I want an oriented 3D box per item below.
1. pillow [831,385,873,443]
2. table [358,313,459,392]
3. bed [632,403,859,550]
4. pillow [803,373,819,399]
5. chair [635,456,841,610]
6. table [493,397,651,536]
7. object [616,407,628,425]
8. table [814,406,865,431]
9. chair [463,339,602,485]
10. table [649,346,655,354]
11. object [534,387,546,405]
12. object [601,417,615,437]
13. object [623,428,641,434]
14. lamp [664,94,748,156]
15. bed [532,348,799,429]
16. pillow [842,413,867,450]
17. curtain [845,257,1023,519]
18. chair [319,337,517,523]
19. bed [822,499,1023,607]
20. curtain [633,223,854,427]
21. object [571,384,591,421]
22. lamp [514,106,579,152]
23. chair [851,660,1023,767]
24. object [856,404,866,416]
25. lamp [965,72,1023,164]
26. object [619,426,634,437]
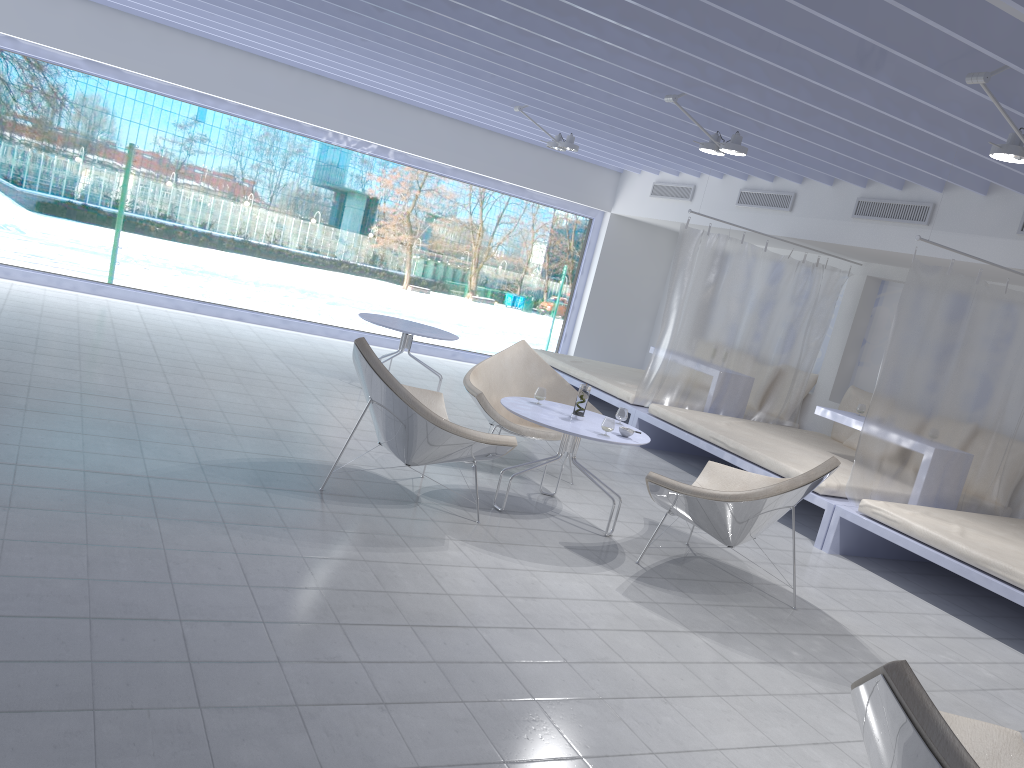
[{"bbox_3d":[3.062,0.308,7.780,0.231,0.510,0.572,10,9,-29],"label":"pillow"},{"bbox_3d":[-0.890,-0.210,7.151,0.825,0.534,0.823,17,9,18],"label":"table"},{"bbox_3d":[2.357,0.709,6.904,2.016,0.427,2.200,10,9,-28],"label":"bed"},{"bbox_3d":[2.649,0.079,8.609,0.231,0.510,0.572,10,9,-28],"label":"pillow"},{"bbox_3d":[1.150,0.608,4.376,0.753,0.759,0.906,19,10,31],"label":"chair"},{"bbox_3d":[0.273,0.443,4.775,0.825,0.534,0.823,8,10,-37],"label":"table"},{"bbox_3d":[0.609,0.179,4.927,0.068,0.091,0.068,8,10,-36],"label":"object"},{"bbox_3d":[2.670,0.538,6.407,0.416,0.450,1.065,10,9,-28],"label":"table"},{"bbox_3d":[0.075,0.132,5.725,0.906,0.759,0.753,12,9,-18],"label":"chair"},{"bbox_3d":[1.711,0.005,8.333,0.416,0.450,1.065,10,9,-28],"label":"table"},{"bbox_3d":[0.156,0.066,4.913,0.068,0.091,0.068,13,8,-6],"label":"object"},{"bbox_3d":[0.482,0.216,4.470,0.068,0.091,0.068,14,8,0],"label":"object"},{"bbox_3d":[0.618,0.241,4.559,0.098,0.016,0.012,19,9,27],"label":"object"},{"bbox_3d":[1.179,-1.606,5.512,0.587,0.218,0.380,10,9,-28],"label":"lamp"},{"bbox_3d":[1.414,0.182,8.832,2.022,0.422,2.200,10,9,-28],"label":"bed"},{"bbox_3d":[3.128,0.390,7.443,0.307,0.482,0.528,11,9,-24],"label":"pillow"},{"bbox_3d":[3.041,0.138,5.810,1.998,1.559,0.125,9,10,-30],"label":"curtain"},{"bbox_3d":[-0.512,0.187,4.365,0.753,0.759,0.906,9,10,-33],"label":"chair"},{"bbox_3d":[3.325,1.245,4.995,2.022,0.422,2.200,10,9,-28],"label":"bed"},{"bbox_3d":[2.052,-0.422,7.715,2.050,1.552,0.151,10,9,-28],"label":"curtain"},{"bbox_3d":[0.374,0.095,4.756,0.075,0.189,0.075,8,10,-36],"label":"object"},{"bbox_3d":[0.266,-2.114,7.345,0.587,0.218,0.380,10,9,-28],"label":"lamp"},{"bbox_3d":[0.956,0.950,1.775,0.753,0.759,0.906,13,8,-11],"label":"chair"},{"bbox_3d":[2.671,0.199,6.789,0.068,0.091,0.068,14,8,-3],"label":"object"},{"bbox_3d":[2.083,-1.103,3.696,0.587,0.218,0.380,10,9,-28],"label":"lamp"},{"bbox_3d":[0.588,0.251,4.580,0.082,0.043,0.082,19,10,29],"label":"object"}]
